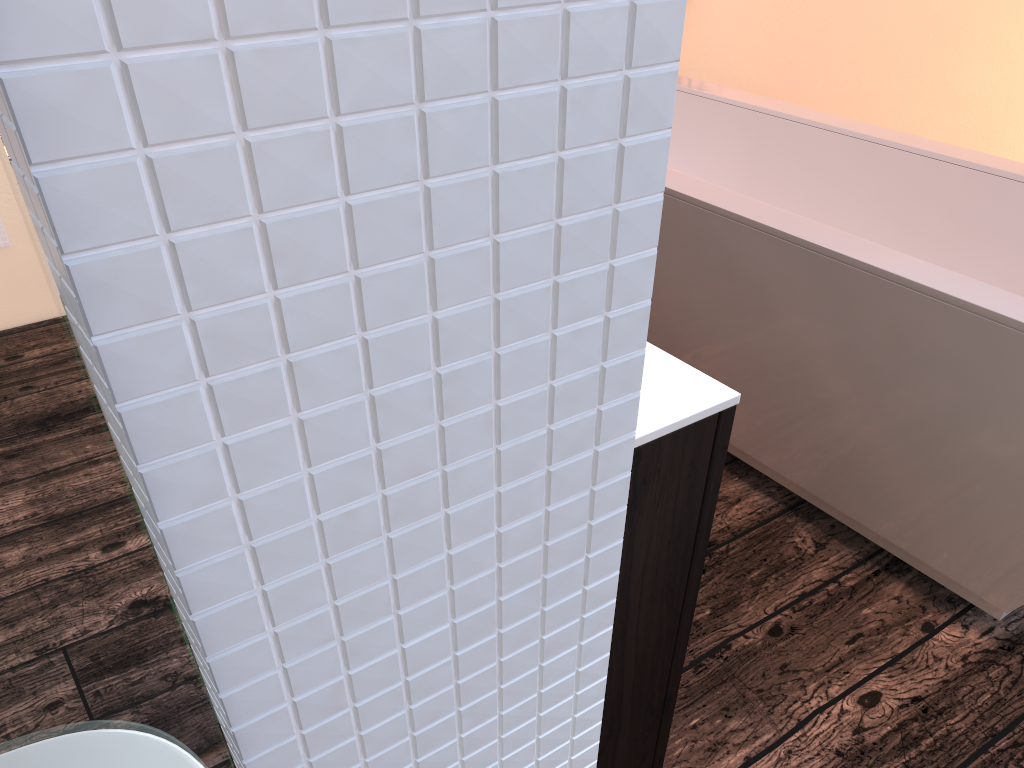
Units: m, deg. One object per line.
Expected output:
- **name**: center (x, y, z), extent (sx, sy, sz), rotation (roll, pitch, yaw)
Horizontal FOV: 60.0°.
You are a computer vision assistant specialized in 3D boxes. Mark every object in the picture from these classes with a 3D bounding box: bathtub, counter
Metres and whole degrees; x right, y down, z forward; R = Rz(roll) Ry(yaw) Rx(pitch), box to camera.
- **bathtub**: center (0.676, -0.297, 2.277), extent (0.793, 0.707, 2.188), rotation (-22, 40, -29)
- **counter**: center (-0.441, -0.243, 1.451), extent (0.439, 0.302, 1.832), rotation (-22, 40, -29)

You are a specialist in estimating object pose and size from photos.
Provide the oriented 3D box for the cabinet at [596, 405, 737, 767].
- **cabinet**: center (-0.464, 0.038, 1.630), extent (0.383, 0.940, 1.832), rotation (-22, 41, -29)
